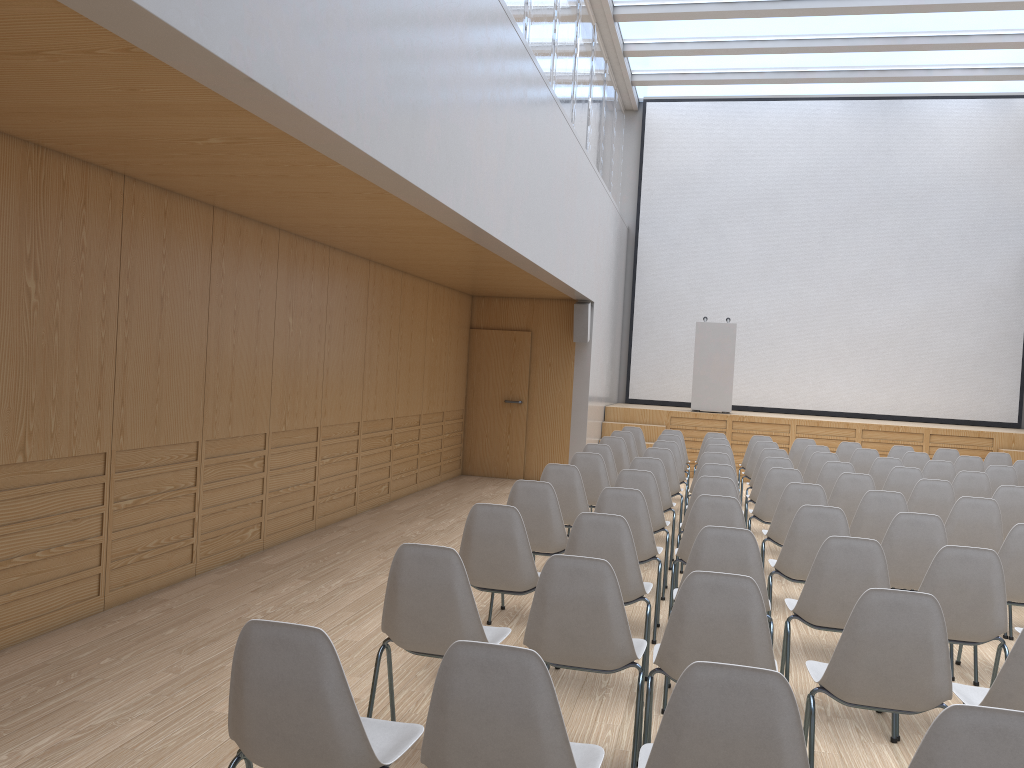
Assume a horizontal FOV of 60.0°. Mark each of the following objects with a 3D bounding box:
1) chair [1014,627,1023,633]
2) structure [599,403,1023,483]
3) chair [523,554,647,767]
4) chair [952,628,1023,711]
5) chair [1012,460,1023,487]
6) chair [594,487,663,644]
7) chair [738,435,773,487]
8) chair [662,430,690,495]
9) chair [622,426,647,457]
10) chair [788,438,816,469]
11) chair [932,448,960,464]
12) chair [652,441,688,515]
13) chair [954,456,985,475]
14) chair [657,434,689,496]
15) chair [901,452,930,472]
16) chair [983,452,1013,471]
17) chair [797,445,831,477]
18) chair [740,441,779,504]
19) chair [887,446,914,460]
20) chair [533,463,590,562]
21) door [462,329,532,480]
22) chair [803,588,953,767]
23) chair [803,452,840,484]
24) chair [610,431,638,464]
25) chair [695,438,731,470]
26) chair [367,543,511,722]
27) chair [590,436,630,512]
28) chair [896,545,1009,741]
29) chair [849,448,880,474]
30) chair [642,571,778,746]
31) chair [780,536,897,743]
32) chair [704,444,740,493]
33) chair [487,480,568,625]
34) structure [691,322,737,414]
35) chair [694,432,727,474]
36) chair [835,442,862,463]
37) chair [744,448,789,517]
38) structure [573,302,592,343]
[{"bbox_3d":[2.449,1.155,3.773,0.479,0.876,0.505,4,1,13],"label":"chair"},{"bbox_3d":[4.740,1.051,13.663,6.551,1.027,2.728,4,1,13],"label":"structure"},{"bbox_3d":[0.267,1.038,3.353,0.479,0.876,0.505,4,1,13],"label":"chair"},{"bbox_3d":[1.743,1.130,2.950,0.479,0.876,0.505,4,1,13],"label":"chair"},{"bbox_3d":[5.307,1.217,9.321,0.479,0.876,0.505,4,1,13],"label":"chair"},{"bbox_3d":[0.658,1.025,5.286,0.479,0.876,0.505,4,1,13],"label":"chair"},{"bbox_3d":[3.031,1.058,10.902,0.479,0.876,0.505,4,1,13],"label":"chair"},{"bbox_3d":[1.984,0.995,11.054,0.479,0.876,0.505,4,1,13],"label":"chair"},{"bbox_3d":[1.522,0.966,11.242,0.479,0.876,0.505,4,1,13],"label":"chair"},{"bbox_3d":[3.523,1.088,10.819,0.479,0.876,0.505,4,1,13],"label":"chair"},{"bbox_3d":[5.050,1.181,10.465,0.479,0.876,0.505,4,1,13],"label":"chair"},{"bbox_3d":[1.575,1.007,9.138,0.479,0.876,0.505,4,1,13],"label":"chair"},{"bbox_3d":[4.798,1.185,9.478,0.479,0.876,0.505,4,1,13],"label":"chair"},{"bbox_3d":[1.790,1.001,10.156,0.479,0.876,0.505,4,1,13],"label":"chair"},{"bbox_3d":[4.309,1.155,9.617,0.479,0.876,0.505,4,1,13],"label":"chair"},{"bbox_3d":[5.569,1.214,10.329,0.479,0.876,0.505,4,1,13],"label":"chair"},{"bbox_3d":[3.314,1.095,9.771,0.479,0.876,0.505,4,1,13],"label":"chair"},{"bbox_3d":[2.816,1.063,9.944,0.479,0.876,0.505,4,1,13],"label":"chair"},{"bbox_3d":[4.555,1.152,10.516,0.479,0.876,0.505,4,1,13],"label":"chair"},{"bbox_3d":[0.374,0.989,6.375,0.479,0.876,0.505,4,1,13],"label":"chair"},{"bbox_3d":[-0.227,0.274,12.152,0.873,2.024,0.108,4,1,13],"label":"door"},{"bbox_3d":[1.285,1.100,3.113,0.479,0.876,0.505,4,1,13],"label":"chair"},{"bbox_3d":[3.066,1.098,8.843,0.479,0.876,0.505,4,1,13],"label":"chair"},{"bbox_3d":[1.281,0.969,10.300,0.479,0.876,0.505,4,1,13],"label":"chair"},{"bbox_3d":[2.295,1.032,10.001,0.479,0.876,0.505,4,1,13],"label":"chair"},{"bbox_3d":[-0.267,1.006,3.403,0.479,0.876,0.505,4,1,13],"label":"chair"},{"bbox_3d":[1.062,0.975,9.314,0.479,0.876,0.505,4,1,13],"label":"chair"},{"bbox_3d":[1.961,1.123,3.996,0.479,0.876,0.505,4,1,13],"label":"chair"},{"bbox_3d":[3.810,1.124,9.701,0.479,0.876,0.505,4,1,13],"label":"chair"},{"bbox_3d":[0.733,1.067,3.219,0.479,0.876,0.505,4,1,13],"label":"chair"},{"bbox_3d":[1.500,1.095,4.071,0.479,0.876,0.505,4,1,13],"label":"chair"},{"bbox_3d":[2.095,1.038,9.091,0.479,0.876,0.505,4,1,13],"label":"chair"},{"bbox_3d":[0.154,0.994,5.380,0.479,0.876,0.505,4,1,13],"label":"chair"},{"bbox_3d":[3.135,-0.249,13.789,0.605,1.379,0.605,4,1,13],"label":"structure"},{"bbox_3d":[2.497,1.026,10.981,0.479,0.876,0.505,4,1,13],"label":"chair"},{"bbox_3d":[4.005,1.118,10.661,0.479,0.876,0.505,4,1,13],"label":"chair"},{"bbox_3d":[2.600,1.069,8.928,0.479,0.876,0.505,4,1,13],"label":"chair"},{"bbox_3d":[0.932,-0.819,11.757,0.196,0.542,0.368,4,1,13],"label":"structure"}]
